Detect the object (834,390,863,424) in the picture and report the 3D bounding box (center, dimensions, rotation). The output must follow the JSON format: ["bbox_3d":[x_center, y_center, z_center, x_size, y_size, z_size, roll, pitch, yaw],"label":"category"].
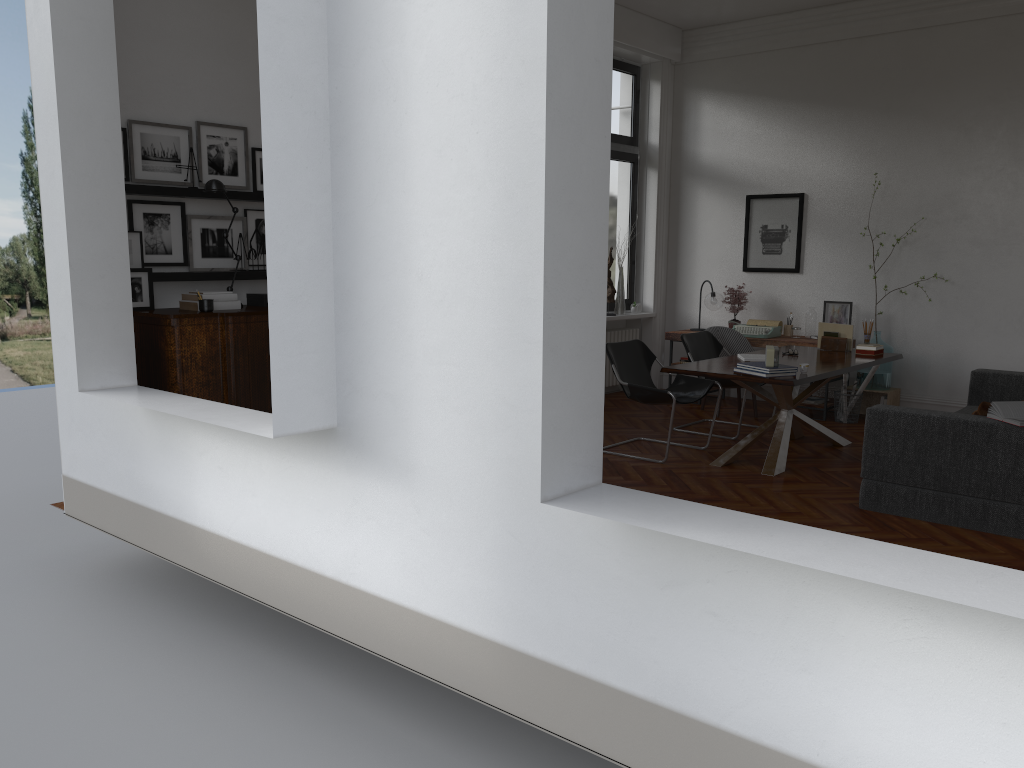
[{"bbox_3d":[3.200,0.232,8.463,0.261,0.306,0.260,1,9,5],"label":"object"}]

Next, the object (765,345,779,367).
[{"bbox_3d":[1.811,-0.193,6.174,0.082,0.126,0.274,3,9,14],"label":"object"}]

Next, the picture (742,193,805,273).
[{"bbox_3d":[2.762,-1.595,9.388,0.633,0.819,0.050,8,12,40],"label":"picture"}]

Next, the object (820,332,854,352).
[{"bbox_3d":[2.828,-0.376,7.720,0.228,0.167,0.149,8,12,40],"label":"object"}]

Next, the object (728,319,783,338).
[{"bbox_3d":[2.469,-0.577,9.126,0.534,0.149,0.483,7,11,39],"label":"object"}]

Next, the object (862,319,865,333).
[{"bbox_3d":[2.990,-0.454,7.526,0.049,0.194,0.008,2,10,10],"label":"object"}]

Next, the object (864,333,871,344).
[{"bbox_3d":[3.019,-0.388,7.532,0.058,0.091,0.058,5,10,27],"label":"object"}]

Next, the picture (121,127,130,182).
[{"bbox_3d":[-2.421,-1.376,5.282,0.020,0.316,0.266,9,12,40],"label":"picture"}]

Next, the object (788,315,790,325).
[{"bbox_3d":[2.858,-0.605,9.167,0.008,0.208,0.054,5,11,28],"label":"object"}]

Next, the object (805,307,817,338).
[{"bbox_3d":[3.034,-0.626,8.995,0.111,0.303,0.111,-2,10,-13],"label":"object"}]

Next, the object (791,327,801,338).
[{"bbox_3d":[2.869,-0.519,8.953,0.093,0.102,0.093,6,11,32],"label":"object"}]

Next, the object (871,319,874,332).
[{"bbox_3d":[3.043,-0.453,7.508,0.008,0.196,0.036,-7,12,-37],"label":"object"}]

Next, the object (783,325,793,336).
[{"bbox_3d":[2.852,-0.554,9.151,0.075,0.114,0.058,8,12,40],"label":"object"}]

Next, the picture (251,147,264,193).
[{"bbox_3d":[-1.670,-1.470,6.147,0.020,0.304,0.289,9,12,40],"label":"picture"}]

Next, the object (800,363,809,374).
[{"bbox_3d":[2.040,-0.107,6.210,0.082,0.065,0.064,-4,10,-28],"label":"object"}]

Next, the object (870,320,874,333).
[{"bbox_3d":[3.034,-0.450,7.498,0.008,0.194,0.049,-4,11,-25],"label":"object"}]

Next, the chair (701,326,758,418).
[{"bbox_3d":[2.156,-0.134,8.753,0.715,0.903,0.546,6,11,33],"label":"chair"}]

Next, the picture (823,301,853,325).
[{"bbox_3d":[3.256,-0.643,8.883,0.282,0.371,0.022,8,12,40],"label":"picture"}]

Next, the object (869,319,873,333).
[{"bbox_3d":[3.044,-0.456,7.533,0.044,0.194,0.008,-3,10,-19],"label":"object"}]

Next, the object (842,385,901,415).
[{"bbox_3d":[3.508,0.196,8.669,0.434,0.317,0.340,8,12,40],"label":"object"}]

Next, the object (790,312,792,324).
[{"bbox_3d":[2.874,-0.621,9.160,0.023,0.240,0.028,8,12,37],"label":"object"}]

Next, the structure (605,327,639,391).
[{"bbox_3d":[0.961,-0.198,9.850,0.225,0.781,1.450,9,12,40],"label":"structure"}]

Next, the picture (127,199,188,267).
[{"bbox_3d":[-2.227,-0.946,5.586,0.020,0.408,0.372,9,12,40],"label":"picture"}]

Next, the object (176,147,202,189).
[{"bbox_3d":[-2.052,-1.370,5.626,0.040,0.261,0.174,9,12,40],"label":"object"}]

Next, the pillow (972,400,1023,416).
[{"bbox_3d":[2.946,0.251,5.333,0.470,0.398,0.329,-1,9,-12],"label":"pillow"}]

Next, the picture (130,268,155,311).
[{"bbox_3d":[-2.272,-0.570,5.357,0.020,0.258,0.213,9,12,40],"label":"picture"}]

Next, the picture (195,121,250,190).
[{"bbox_3d":[-1.908,-1.505,5.861,0.020,0.410,0.369,9,12,40],"label":"picture"}]

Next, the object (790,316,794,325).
[{"bbox_3d":[2.874,-0.603,9.149,0.054,0.208,0.008,5,10,23],"label":"object"}]

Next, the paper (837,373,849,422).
[{"bbox_3d":[3.199,0.043,8.541,0.047,0.628,0.293,7,11,33],"label":"paper"}]

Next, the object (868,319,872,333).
[{"bbox_3d":[3.036,-0.458,7.541,0.038,0.195,0.008,-4,10,-23],"label":"object"}]

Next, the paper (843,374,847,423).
[{"bbox_3d":[3.149,0.141,8.383,0.073,0.480,0.033,-2,10,-12],"label":"paper"}]

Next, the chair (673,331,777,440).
[{"bbox_3d":[1.928,-0.008,7.938,0.744,0.875,0.751,8,12,40],"label":"chair"}]

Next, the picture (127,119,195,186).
[{"bbox_3d":[-2.189,-1.439,5.543,0.020,0.369,0.414,9,12,40],"label":"picture"}]

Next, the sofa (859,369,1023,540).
[{"bbox_3d":[3.505,0.340,6.111,1.260,0.832,2.640,8,11,40],"label":"sofa"}]

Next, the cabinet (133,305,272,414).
[{"bbox_3d":[-1.752,0.119,5.771,0.639,1.222,1.263,8,12,40],"label":"cabinet"}]

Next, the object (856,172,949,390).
[{"bbox_3d":[3.694,-0.966,8.417,0.807,2.065,0.352,4,10,21],"label":"object"}]

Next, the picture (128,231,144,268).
[{"bbox_3d":[-2.388,-0.803,5.385,0.020,0.254,0.299,9,12,40],"label":"picture"}]

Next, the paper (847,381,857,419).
[{"bbox_3d":[3.261,0.162,8.531,0.126,0.389,0.026,-4,11,-26],"label":"paper"}]

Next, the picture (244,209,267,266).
[{"bbox_3d":[-1.707,-1.018,6.188,0.020,0.386,0.342,9,12,40],"label":"picture"}]

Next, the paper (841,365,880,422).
[{"bbox_3d":[3.286,0.069,8.360,0.330,0.612,0.047,4,10,20],"label":"paper"}]

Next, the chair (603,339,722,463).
[{"bbox_3d":[1.160,0.115,7.059,0.744,0.875,0.751,8,12,40],"label":"chair"}]

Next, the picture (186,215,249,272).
[{"bbox_3d":[-1.957,-0.934,5.905,0.020,0.366,0.433,9,12,40],"label":"picture"}]

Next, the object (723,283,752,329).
[{"bbox_3d":[2.388,-0.823,9.509,0.290,0.530,0.307,0,9,-4],"label":"object"}]
